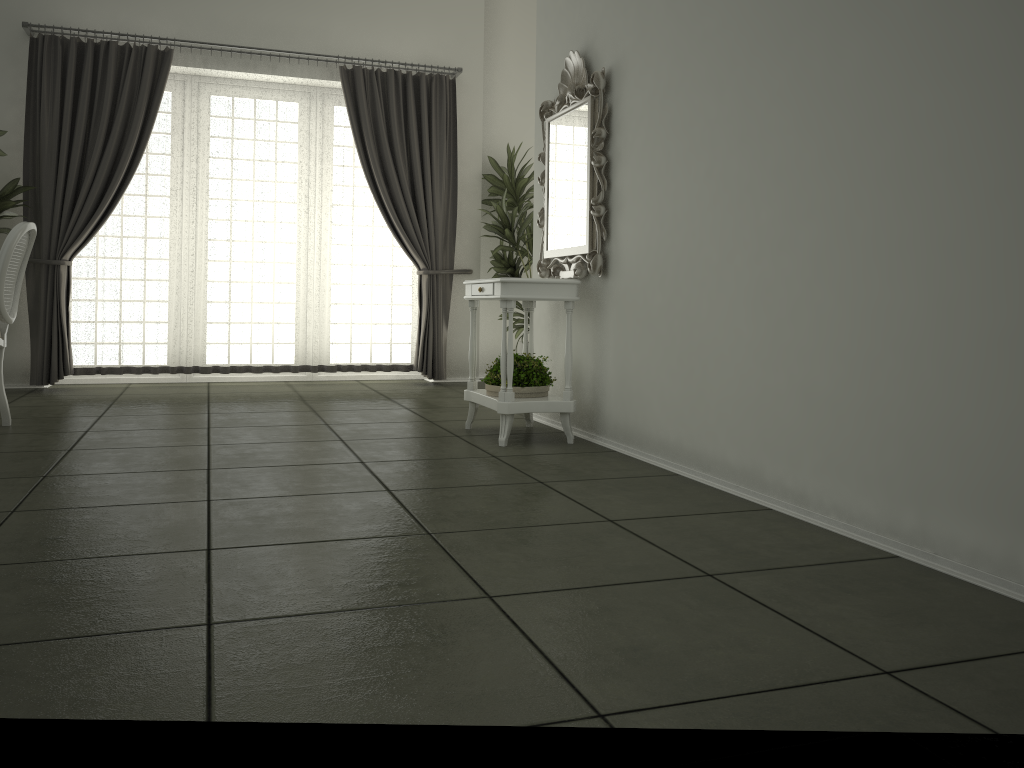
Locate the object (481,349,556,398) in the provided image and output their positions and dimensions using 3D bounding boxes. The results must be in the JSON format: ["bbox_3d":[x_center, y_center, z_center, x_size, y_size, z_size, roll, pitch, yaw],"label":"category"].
[{"bbox_3d":[0.033,-0.061,4.566,0.374,0.231,0.347,-1,4,-23],"label":"object"}]

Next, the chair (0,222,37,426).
[{"bbox_3d":[-2.769,-0.290,4.399,0.690,1.063,0.596,0,1,-19],"label":"chair"}]

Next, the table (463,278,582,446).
[{"bbox_3d":[0.026,-0.135,4.563,0.432,0.805,0.700,1,2,-19],"label":"table"}]

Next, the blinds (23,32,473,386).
[{"bbox_3d":[-2.061,-1.294,7.066,3.658,2.603,0.661,0,0,-19],"label":"blinds"}]

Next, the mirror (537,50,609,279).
[{"bbox_3d":[0.308,-1.158,4.665,0.082,1.208,0.839,1,1,-19],"label":"mirror"}]

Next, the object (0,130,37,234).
[{"bbox_3d":[-3.963,-0.969,5.962,1.161,2.096,1.040,1,1,-1],"label":"object"}]

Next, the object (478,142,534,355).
[{"bbox_3d":[0.280,-1.053,7.603,1.161,2.096,1.040,1,1,-1],"label":"object"}]
